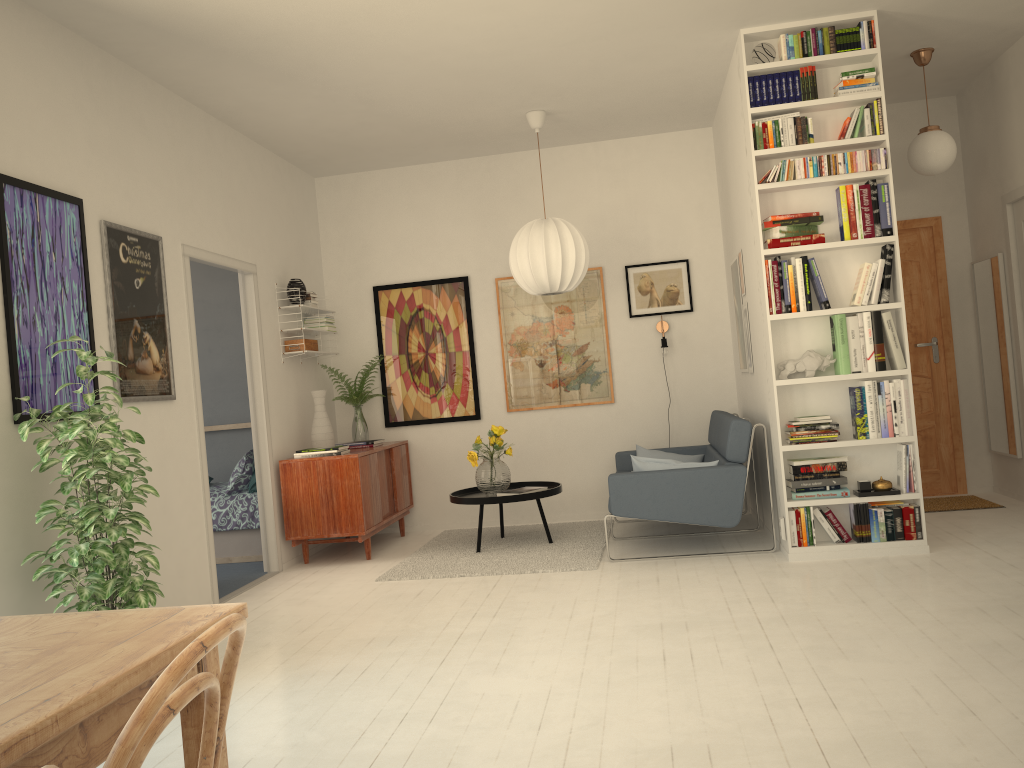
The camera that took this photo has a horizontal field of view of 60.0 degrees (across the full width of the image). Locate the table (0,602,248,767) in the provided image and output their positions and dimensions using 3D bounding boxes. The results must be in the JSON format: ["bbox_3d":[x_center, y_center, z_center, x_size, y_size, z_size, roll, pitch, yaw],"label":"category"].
[{"bbox_3d":[-0.977,0.785,0.650,0.894,0.749,1.797,-5,0,8],"label":"table"}]

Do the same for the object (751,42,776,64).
[{"bbox_3d":[1.380,-1.804,4.864,0.131,0.131,0.131,-5,0,4],"label":"object"}]

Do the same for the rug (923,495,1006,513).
[{"bbox_3d":[2.796,0.844,6.124,0.941,0.002,0.553,-5,0,8],"label":"rug"}]

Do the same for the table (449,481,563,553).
[{"bbox_3d":[-0.025,0.902,5.995,0.760,0.386,0.761,-5,0,24],"label":"table"}]

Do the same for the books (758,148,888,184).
[{"bbox_3d":[1.679,-1.169,4.882,0.664,0.110,0.278,-5,0,8],"label":"books"}]

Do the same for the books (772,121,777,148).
[{"bbox_3d":[1.438,-1.353,4.915,0.013,0.149,0.208,-5,0,8],"label":"books"}]

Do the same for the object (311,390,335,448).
[{"bbox_3d":[-1.349,0.267,6.276,0.158,0.445,0.160,-5,-1,-42],"label":"object"}]

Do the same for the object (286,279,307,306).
[{"bbox_3d":[-1.520,-0.646,6.259,0.139,0.200,0.139,-5,-1,-38],"label":"object"}]

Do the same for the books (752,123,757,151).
[{"bbox_3d":[1.336,-1.345,4.942,0.019,0.156,0.205,-5,0,8],"label":"books"}]

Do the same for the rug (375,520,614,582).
[{"bbox_3d":[-0.021,1.094,5.952,1.304,0.012,1.661,-5,0,10],"label":"rug"}]

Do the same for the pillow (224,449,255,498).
[{"bbox_3d":[-1.958,0.639,6.555,0.237,0.338,0.437,-5,0,6],"label":"pillow"}]

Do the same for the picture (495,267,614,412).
[{"bbox_3d":[0.328,-0.341,6.885,0.838,1.052,0.012,-5,-1,8],"label":"picture"}]

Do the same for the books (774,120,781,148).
[{"bbox_3d":[1.457,-1.357,4.914,0.024,0.155,0.188,-5,0,8],"label":"books"}]

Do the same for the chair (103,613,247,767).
[{"bbox_3d":[-0.542,0.708,1.069,0.483,0.811,0.385,-5,-1,6],"label":"chair"}]

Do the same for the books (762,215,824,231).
[{"bbox_3d":[1.544,-0.881,4.913,0.314,0.035,0.205,-5,0,8],"label":"books"}]

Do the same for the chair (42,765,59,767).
[{"bbox_3d":[-0.523,0.705,0.558,0.483,0.811,0.385,-5,-1,-9],"label":"chair"}]

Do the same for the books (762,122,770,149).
[{"bbox_3d":[1.392,-1.347,4.912,0.030,0.149,0.202,-5,0,8],"label":"books"}]

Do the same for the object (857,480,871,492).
[{"bbox_3d":[1.911,0.554,4.811,0.058,0.055,0.058,-5,0,8],"label":"object"}]

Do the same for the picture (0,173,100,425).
[{"bbox_3d":[-1.958,-0.341,3.765,0.018,0.999,0.546,-5,0,8],"label":"picture"}]

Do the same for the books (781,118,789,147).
[{"bbox_3d":[1.496,-1.361,4.909,0.028,0.159,0.222,-5,0,8],"label":"books"}]

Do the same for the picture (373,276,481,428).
[{"bbox_3d":[-0.677,-0.249,7.027,0.778,1.134,0.018,-5,-1,8],"label":"picture"}]

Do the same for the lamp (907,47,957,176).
[{"bbox_3d":[2.553,-1.662,5.444,0.275,0.767,0.275,-5,-1,3],"label":"lamp"}]

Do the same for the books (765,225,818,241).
[{"bbox_3d":[1.545,-0.830,4.901,0.268,0.064,0.128,-5,0,-21],"label":"books"}]

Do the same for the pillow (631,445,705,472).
[{"bbox_3d":[1.135,0.562,6.458,0.539,0.277,0.157,-5,0,10],"label":"pillow"}]

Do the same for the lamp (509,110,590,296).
[{"bbox_3d":[0.215,-1.217,5.972,0.536,1.229,0.536,-6,-1,42],"label":"lamp"}]

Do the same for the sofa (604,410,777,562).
[{"bbox_3d":[1.104,0.610,5.826,0.964,0.773,1.603,-5,0,8],"label":"sofa"}]

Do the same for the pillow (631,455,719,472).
[{"bbox_3d":[0.947,0.565,5.196,0.533,0.353,0.141,-5,-1,8],"label":"pillow"}]

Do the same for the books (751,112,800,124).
[{"bbox_3d":[1.460,-1.449,4.911,0.255,0.022,0.189,-5,0,18],"label":"books"}]

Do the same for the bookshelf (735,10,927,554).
[{"bbox_3d":[1.739,-0.519,4.879,0.710,2.900,0.249,-5,-1,8],"label":"bookshelf"}]

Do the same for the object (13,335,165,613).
[{"bbox_3d":[-1.626,0.524,3.457,0.514,1.424,0.568,-5,-1,-39],"label":"object"}]

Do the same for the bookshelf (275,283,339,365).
[{"bbox_3d":[-1.486,-0.435,6.503,0.184,0.565,0.695,-5,0,8],"label":"bookshelf"}]

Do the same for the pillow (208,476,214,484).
[{"bbox_3d":[-2.485,0.733,6.757,0.378,0.153,0.415,-5,0,-15],"label":"pillow"}]

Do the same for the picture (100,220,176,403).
[{"bbox_3d":[-1.860,-0.345,4.440,0.020,0.869,0.525,-5,0,8],"label":"picture"}]

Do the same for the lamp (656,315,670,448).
[{"bbox_3d":[1.063,0.198,6.713,0.360,1.416,0.112,-5,-1,8],"label":"lamp"}]

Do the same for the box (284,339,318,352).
[{"bbox_3d":[-1.501,-0.269,6.325,0.152,0.084,0.266,-5,0,9],"label":"box"}]

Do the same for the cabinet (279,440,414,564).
[{"bbox_3d":[-1.151,0.838,6.446,0.546,0.727,1.262,-5,0,8],"label":"cabinet"}]

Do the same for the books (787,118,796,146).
[{"bbox_3d":[1.526,-1.362,4.897,0.035,0.158,0.200,-5,0,8],"label":"books"}]

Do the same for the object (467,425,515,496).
[{"bbox_3d":[-0.147,0.519,6.042,0.361,0.471,0.291,-5,-1,-43],"label":"object"}]

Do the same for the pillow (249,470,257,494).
[{"bbox_3d":[-1.772,0.635,6.741,0.237,0.385,0.767,-5,0,6],"label":"pillow"}]

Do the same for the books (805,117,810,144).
[{"bbox_3d":[1.610,-1.371,4.880,0.016,0.158,0.146,-5,0,8],"label":"books"}]

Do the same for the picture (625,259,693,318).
[{"bbox_3d":[1.121,-0.726,6.767,0.481,0.402,0.015,-5,-1,8],"label":"picture"}]

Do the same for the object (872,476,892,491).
[{"bbox_3d":[2.465,0.009,3.872,0.778,1.711,2.088,-5,0,-11],"label":"object"}]

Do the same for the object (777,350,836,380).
[{"bbox_3d":[1.612,-0.111,4.854,0.311,0.150,0.137,-5,0,16],"label":"object"}]

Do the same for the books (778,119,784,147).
[{"bbox_3d":[1.473,-1.357,4.895,0.012,0.155,0.208,-5,0,8],"label":"books"}]

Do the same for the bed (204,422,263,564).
[{"bbox_3d":[-2.427,0.828,6.799,1.655,0.974,0.933,-5,0,8],"label":"bed"}]

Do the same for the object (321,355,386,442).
[{"bbox_3d":[-1.182,0.133,6.897,0.476,0.686,0.398,-5,0,10],"label":"object"}]

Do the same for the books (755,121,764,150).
[{"bbox_3d":[1.360,-1.349,4.914,0.034,0.162,0.197,-5,0,8],"label":"books"}]

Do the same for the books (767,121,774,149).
[{"bbox_3d":[1.418,-1.352,4.903,0.023,0.152,0.199,-5,0,8],"label":"books"}]

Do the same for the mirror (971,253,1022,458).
[{"bbox_3d":[3.345,-0.192,6.136,0.029,1.370,0.500,-5,-1,8],"label":"mirror"}]

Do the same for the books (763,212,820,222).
[{"bbox_3d":[1.532,-0.910,4.907,0.266,0.026,0.203,-5,0,-2],"label":"books"}]
